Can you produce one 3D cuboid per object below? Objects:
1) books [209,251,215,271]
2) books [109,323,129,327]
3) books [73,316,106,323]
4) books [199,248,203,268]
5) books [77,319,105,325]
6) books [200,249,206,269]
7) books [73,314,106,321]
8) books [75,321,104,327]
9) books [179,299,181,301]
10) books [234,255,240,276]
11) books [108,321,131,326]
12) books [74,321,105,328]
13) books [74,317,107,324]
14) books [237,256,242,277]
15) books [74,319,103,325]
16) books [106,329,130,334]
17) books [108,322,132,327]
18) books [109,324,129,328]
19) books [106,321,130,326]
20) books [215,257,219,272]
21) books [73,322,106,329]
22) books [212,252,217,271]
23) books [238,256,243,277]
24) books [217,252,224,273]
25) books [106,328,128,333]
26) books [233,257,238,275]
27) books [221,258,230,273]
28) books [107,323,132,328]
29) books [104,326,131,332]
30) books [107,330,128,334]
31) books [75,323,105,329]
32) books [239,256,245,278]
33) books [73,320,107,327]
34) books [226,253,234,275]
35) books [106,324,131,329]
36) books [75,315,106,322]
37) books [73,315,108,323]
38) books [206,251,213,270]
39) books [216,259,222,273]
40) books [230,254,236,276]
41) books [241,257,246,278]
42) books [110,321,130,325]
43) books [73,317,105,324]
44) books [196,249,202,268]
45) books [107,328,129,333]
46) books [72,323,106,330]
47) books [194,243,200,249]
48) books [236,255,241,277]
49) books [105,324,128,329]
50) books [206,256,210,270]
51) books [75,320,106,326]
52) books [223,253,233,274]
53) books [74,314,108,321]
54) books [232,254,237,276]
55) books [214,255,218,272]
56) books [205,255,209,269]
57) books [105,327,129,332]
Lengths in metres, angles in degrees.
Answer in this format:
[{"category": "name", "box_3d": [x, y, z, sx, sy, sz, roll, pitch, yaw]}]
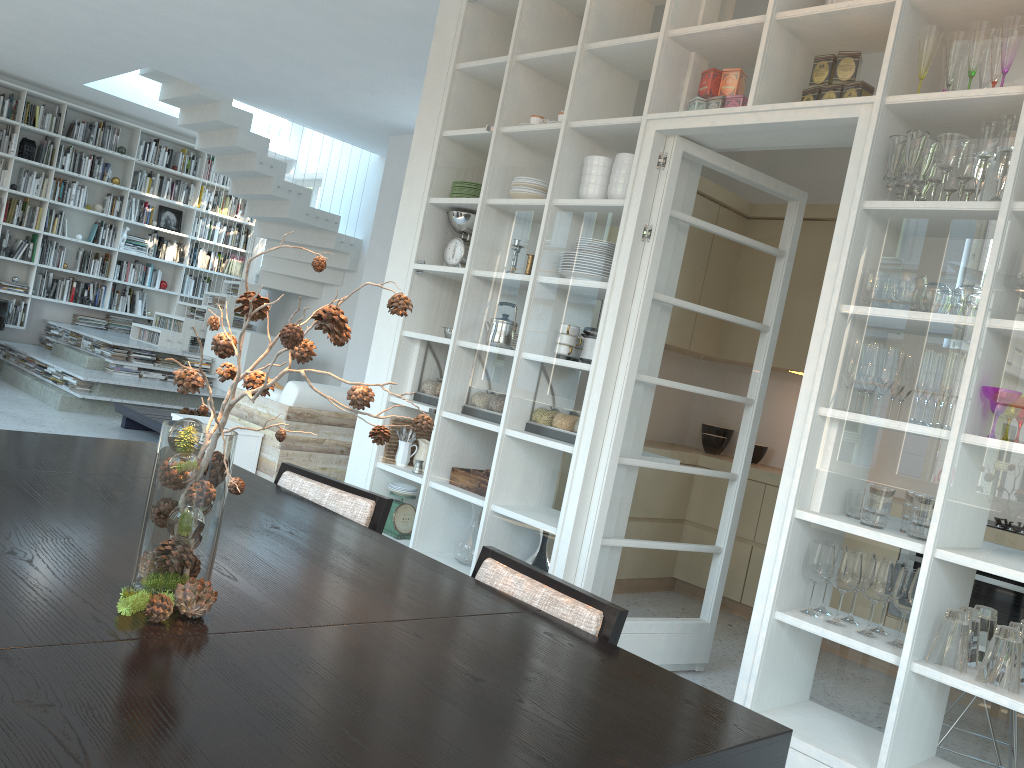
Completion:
[{"category": "books", "box_3d": [-3.967, -1.614, 11.627, 0.029, 0.259, 0.171, 10, 2, -44]}, {"category": "books", "box_3d": [-4.875, -0.736, 10.970, 0.254, 0.007, 0.160, 11, 1, -43]}, {"category": "books", "box_3d": [-5.102, -0.778, 10.730, 0.193, 0.007, 0.346, 12, 1, 41]}, {"category": "books", "box_3d": [-4.073, -1.637, 11.516, 0.022, 0.265, 0.157, 10, 2, -44]}, {"category": "books", "box_3d": [-5.107, -0.757, 10.731, 0.308, 0.008, 0.194, 11, 1, -39]}, {"category": "books", "box_3d": [-4.038, -1.628, 11.535, 0.056, 0.261, 0.176, 10, 2, -44]}, {"category": "books", "box_3d": [-5.104, -0.802, 10.736, 0.193, 0.007, 0.346, 13, 1, 44]}, {"category": "books", "box_3d": [-5.121, -0.729, 10.735, 0.308, 0.008, 0.194, 11, 1, -42]}, {"category": "books", "box_3d": [-4.302, -0.946, 11.360, 0.011, 0.293, 0.144, 10, 2, -44]}, {"category": "books", "box_3d": [-3.714, -1.585, 11.856, 0.018, 0.293, 0.169, 10, 2, -44]}, {"category": "books", "box_3d": [-4.874, -0.757, 10.969, 0.254, 0.006, 0.160, 11, 1, -44]}, {"category": "books", "box_3d": [-5.119, -0.721, 10.731, 0.308, 0.008, 0.194, 11, 1, -40]}, {"category": "books", "box_3d": [-5.110, -0.772, 10.737, 0.346, 0.007, 0.193, 11, 1, -42]}, {"category": "books", "box_3d": [-3.688, -1.580, 11.881, 0.018, 0.293, 0.169, 10, 2, -44]}, {"category": "books", "box_3d": [-5.120, -0.752, 10.739, 0.308, 0.008, 0.194, 11, 1, -44]}, {"category": "books", "box_3d": [-4.894, -0.656, 10.974, 0.285, 0.007, 0.159, 11, 1, -44]}, {"category": "books", "box_3d": [-4.874, -0.743, 10.970, 0.285, 0.007, 0.159, 11, 1, -43]}, {"category": "books", "box_3d": [-4.878, -0.723, 10.970, 0.254, 0.007, 0.160, 11, 1, -43]}, {"category": "books", "box_3d": [-4.874, -0.750, 10.972, 0.285, 0.007, 0.159, 11, 1, -44]}, {"category": "books", "box_3d": [-3.924, -1.580, 11.695, 0.014, 0.207, 0.138, 10, 2, -44]}, {"category": "books", "box_3d": [-5.119, -0.713, 10.729, 0.346, 0.007, 0.193, 11, 1, -39]}, {"category": "books", "box_3d": [-3.942, -1.607, 11.664, 0.012, 0.254, 0.160, 10, 2, -44]}, {"category": "books", "box_3d": [-3.679, -1.578, 11.897, 0.018, 0.293, 0.169, 10, 2, -44]}, {"category": "books", "box_3d": [-3.877, -1.607, 11.716, 0.026, 0.278, 0.169, 10, 2, -44]}, {"category": "books", "box_3d": [-4.887, -0.661, 10.967, 0.254, 0.007, 0.160, 11, 1, -40]}, {"category": "books", "box_3d": [-3.730, -1.588, 11.846, 0.018, 0.293, 0.169, 10, 2, -44]}, {"category": "books", "box_3d": [-3.835, -1.565, 11.749, 0.089, 0.217, 0.166, 10, 2, -44]}, {"category": "books", "box_3d": [-4.870, -0.728, 10.964, 0.159, 0.007, 0.285, 12, 1, 41]}, {"category": "books", "box_3d": [-4.882, -0.681, 10.966, 0.159, 0.007, 0.285, 13, 1, 42]}, {"category": "books", "box_3d": [-4.891, -0.648, 10.969, 0.254, 0.007, 0.160, 11, 1, -41]}, {"category": "books", "box_3d": [-5.122, -0.706, 10.732, 0.194, 0.008, 0.308, 13, 1, 42]}, {"category": "books", "box_3d": [-3.659, -1.574, 11.902, 0.018, 0.293, 0.169, 10, 2, -44]}, {"category": "books", "box_3d": [-5.119, -0.736, 10.736, 0.193, 0.007, 0.346, 13, 1, 44]}, {"category": "books", "box_3d": [-3.773, -1.596, 11.804, 0.033, 0.294, 0.169, 10, 2, -44]}, {"category": "books", "box_3d": [-4.874, -0.715, 10.966, 0.159, 0.007, 0.285, 13, 1, 42]}, {"category": "books", "box_3d": [-5.105, -0.794, 10.736, 0.308, 0.008, 0.194, 11, 1, -42]}, {"category": "books", "box_3d": [-5.107, -0.787, 10.736, 0.346, 0.007, 0.193, 11, 1, -42]}, {"category": "books", "box_3d": [-3.979, -1.610, 11.603, 0.022, 0.247, 0.180, 10, 2, -44]}, {"category": "books", "box_3d": [-3.885, -1.559, 11.680, 0.024, 0.181, 0.190, 10, 2, -44]}, {"category": "books", "box_3d": [-3.746, -1.590, 11.811, 0.018, 0.293, 0.169, 10, 2, -44]}, {"category": "books", "box_3d": [-3.653, -1.574, 11.922, 0.018, 0.293, 0.169, 10, 2, -44]}, {"category": "books", "box_3d": [-4.870, -0.761, 10.966, 0.159, 0.005, 0.285, 13, 1, 44]}, {"category": "books", "box_3d": [-5.109, -0.765, 10.735, 0.193, 0.007, 0.346, 13, 1, 43]}, {"category": "books", "box_3d": [-4.084, -1.629, 11.492, 0.026, 0.246, 0.180, 10, 2, -44]}, {"category": "books", "box_3d": [-4.891, -0.669, 10.973, 0.254, 0.007, 0.160, 11, 1, -44]}, {"category": "books", "box_3d": [-5.124, -0.699, 10.732, 0.346, 0.007, 0.193, 11, 1, -40]}, {"category": "books", "box_3d": [-4.103, -1.672, 11.491, 0.012, 0.322, 0.141, 10, 2, -44]}, {"category": "books", "box_3d": [-3.704, -1.583, 11.872, 0.018, 0.293, 0.169, 10, 2, -44]}, {"category": "books", "box_3d": [-4.876, -0.708, 10.966, 0.160, 0.007, 0.254, 13, 1, 42]}, {"category": "books", "box_3d": [-4.014, -1.585, 11.597, 0.030, 0.184, 0.137, 10, 2, -44]}, {"category": "books", "box_3d": [-5.112, -0.742, 10.730, 0.194, 0.008, 0.308, 12, 1, 41]}, {"category": "books", "box_3d": [-3.800, -1.598, 11.777, 0.073, 0.291, 0.169, 10, 2, -44]}, {"category": "books", "box_3d": [-5.102, -0.809, 10.735, 0.346, 0.007, 0.193, 11, 1, -42]}, {"category": "books", "box_3d": [-3.743, -1.590, 11.833, 0.018, 0.293, 0.169, 10, 2, -44]}, {"category": "books", "box_3d": [-3.931, -1.603, 11.679, 0.025, 0.249, 0.133, 10, 2, -44]}, {"category": "books", "box_3d": [-4.018, -1.588, 11.563, 0.023, 0.189, 0.169, 10, 2, -44]}, {"category": "books", "box_3d": [-4.888, -0.676, 10.971, 0.254, 0.007, 0.160, 11, 1, -43]}]
